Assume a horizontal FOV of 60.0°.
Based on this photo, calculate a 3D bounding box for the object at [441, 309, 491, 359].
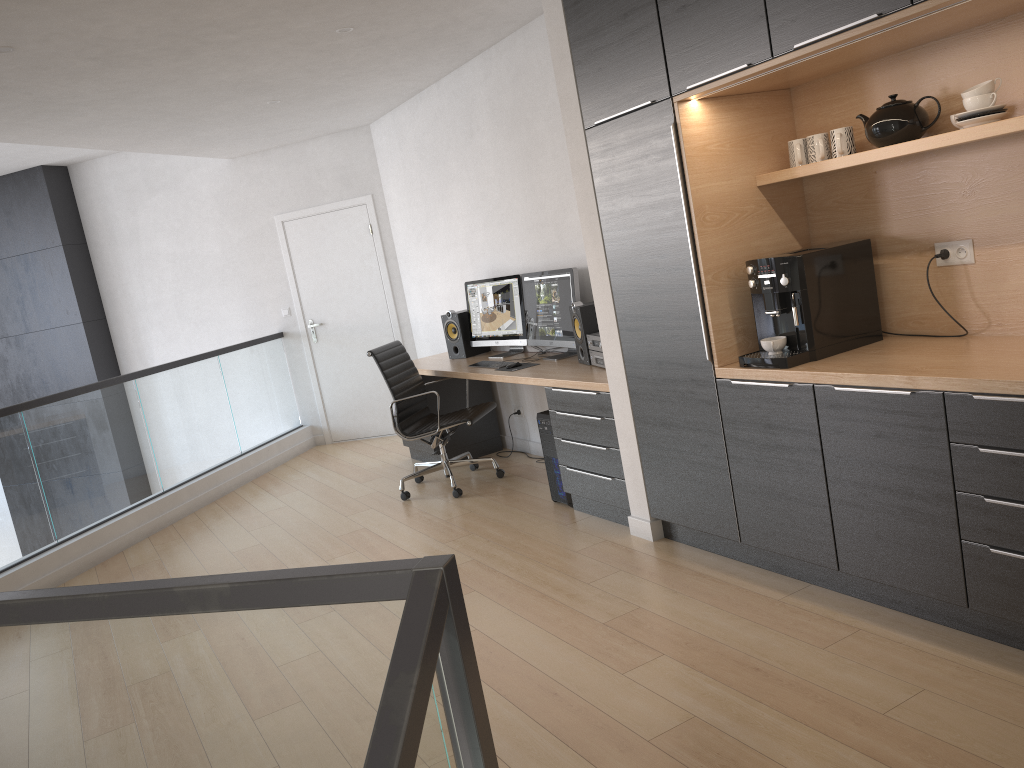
[{"bbox_3d":[-0.342,-0.381,6.472,0.249,0.354,0.198,-18,11,-42],"label":"object"}]

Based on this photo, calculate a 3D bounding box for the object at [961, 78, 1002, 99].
[{"bbox_3d":[1.449,-0.899,2.754,0.098,0.075,0.095,-13,9,-15],"label":"object"}]

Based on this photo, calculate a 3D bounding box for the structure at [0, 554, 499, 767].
[{"bbox_3d":[-1.165,2.798,0.810,4.190,4.339,2.823,-8,9,18],"label":"structure"}]

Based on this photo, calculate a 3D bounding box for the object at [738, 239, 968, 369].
[{"bbox_3d":[1.213,-0.308,3.247,0.584,0.398,0.618,-15,10,-27],"label":"object"}]

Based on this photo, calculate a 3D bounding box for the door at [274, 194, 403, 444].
[{"bbox_3d":[-1.472,-0.537,7.962,0.974,2.136,0.085,-8,9,18],"label":"door"}]

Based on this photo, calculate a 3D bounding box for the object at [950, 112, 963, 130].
[{"bbox_3d":[1.488,-0.860,2.901,0.095,0.057,0.099,-8,9,20],"label":"object"}]

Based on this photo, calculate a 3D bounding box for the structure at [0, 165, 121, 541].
[{"bbox_3d":[-4.454,1.181,8.806,1.500,6.351,0.722,-8,9,18],"label":"structure"}]

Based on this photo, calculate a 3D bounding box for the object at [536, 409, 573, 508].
[{"bbox_3d":[0.425,0.375,5.035,0.474,0.527,0.215,-15,10,-27],"label":"object"}]

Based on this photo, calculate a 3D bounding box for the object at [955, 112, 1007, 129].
[{"bbox_3d":[1.463,-0.818,2.766,0.145,0.025,0.145,-18,11,-40],"label":"object"}]

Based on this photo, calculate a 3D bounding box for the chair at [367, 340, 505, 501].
[{"bbox_3d":[-0.475,0.184,5.833,0.699,0.991,0.664,-7,9,23],"label":"chair"}]

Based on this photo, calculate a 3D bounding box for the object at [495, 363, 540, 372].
[{"bbox_3d":[0.031,-0.103,5.372,0.200,0.002,0.250,-15,10,-27],"label":"object"}]

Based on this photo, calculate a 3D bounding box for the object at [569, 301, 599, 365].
[{"bbox_3d":[0.482,-0.307,4.962,0.249,0.354,0.198,-13,9,-12],"label":"object"}]

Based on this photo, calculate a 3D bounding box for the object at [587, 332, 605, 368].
[{"bbox_3d":[0.570,-0.195,4.720,0.270,0.174,0.285,-13,9,-12],"label":"object"}]

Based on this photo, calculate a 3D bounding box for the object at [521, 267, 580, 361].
[{"bbox_3d":[0.264,-0.426,5.405,0.190,0.535,0.716,-14,9,-22],"label":"object"}]

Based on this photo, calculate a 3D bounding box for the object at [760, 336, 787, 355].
[{"bbox_3d":[0.983,-0.142,3.327,0.099,0.057,0.095,-15,9,-24],"label":"object"}]

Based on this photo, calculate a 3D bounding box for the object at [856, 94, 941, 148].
[{"bbox_3d":[1.327,-0.911,3.055,0.213,0.171,0.240,-9,9,9],"label":"object"}]

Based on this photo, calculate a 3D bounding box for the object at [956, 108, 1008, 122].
[{"bbox_3d":[1.464,-0.829,2.762,0.145,0.025,0.145,-18,11,-40],"label":"object"}]

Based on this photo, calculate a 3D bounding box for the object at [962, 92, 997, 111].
[{"bbox_3d":[1.458,-0.866,2.757,0.099,0.057,0.095,-5,10,35],"label":"object"}]

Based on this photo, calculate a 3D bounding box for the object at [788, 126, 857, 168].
[{"bbox_3d":[1.165,-0.893,3.362,0.112,0.105,0.297,-15,9,-25],"label":"object"}]

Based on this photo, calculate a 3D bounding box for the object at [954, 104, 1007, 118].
[{"bbox_3d":[1.459,-0.842,2.762,0.145,0.025,0.145,-18,11,-40],"label":"object"}]
